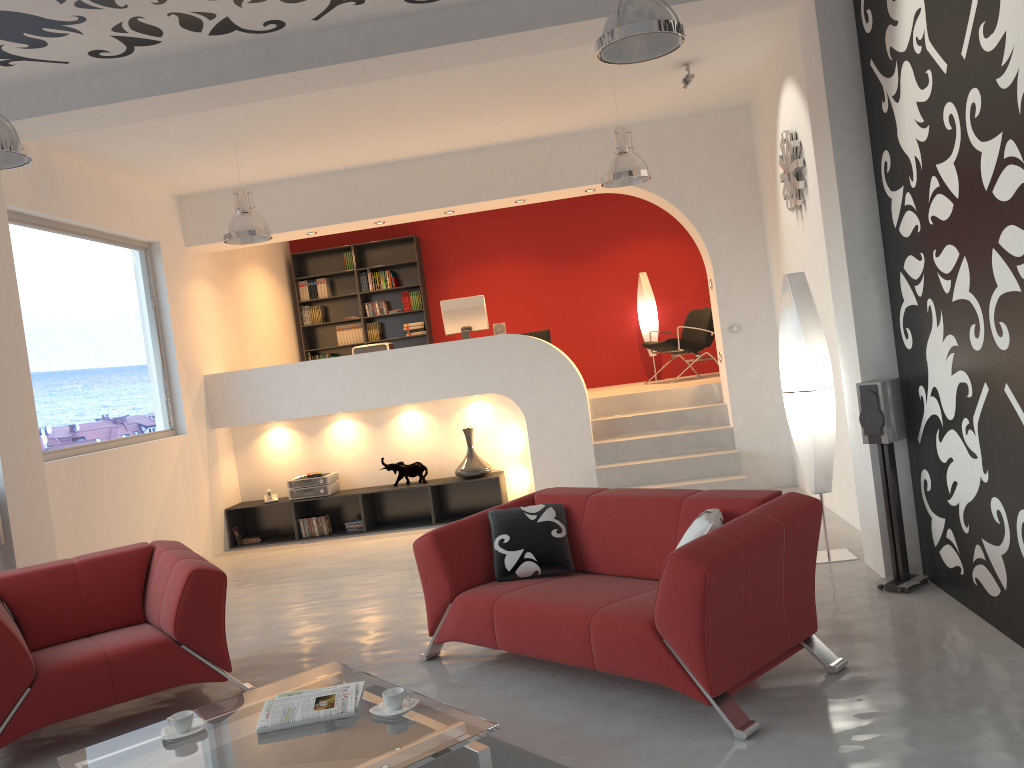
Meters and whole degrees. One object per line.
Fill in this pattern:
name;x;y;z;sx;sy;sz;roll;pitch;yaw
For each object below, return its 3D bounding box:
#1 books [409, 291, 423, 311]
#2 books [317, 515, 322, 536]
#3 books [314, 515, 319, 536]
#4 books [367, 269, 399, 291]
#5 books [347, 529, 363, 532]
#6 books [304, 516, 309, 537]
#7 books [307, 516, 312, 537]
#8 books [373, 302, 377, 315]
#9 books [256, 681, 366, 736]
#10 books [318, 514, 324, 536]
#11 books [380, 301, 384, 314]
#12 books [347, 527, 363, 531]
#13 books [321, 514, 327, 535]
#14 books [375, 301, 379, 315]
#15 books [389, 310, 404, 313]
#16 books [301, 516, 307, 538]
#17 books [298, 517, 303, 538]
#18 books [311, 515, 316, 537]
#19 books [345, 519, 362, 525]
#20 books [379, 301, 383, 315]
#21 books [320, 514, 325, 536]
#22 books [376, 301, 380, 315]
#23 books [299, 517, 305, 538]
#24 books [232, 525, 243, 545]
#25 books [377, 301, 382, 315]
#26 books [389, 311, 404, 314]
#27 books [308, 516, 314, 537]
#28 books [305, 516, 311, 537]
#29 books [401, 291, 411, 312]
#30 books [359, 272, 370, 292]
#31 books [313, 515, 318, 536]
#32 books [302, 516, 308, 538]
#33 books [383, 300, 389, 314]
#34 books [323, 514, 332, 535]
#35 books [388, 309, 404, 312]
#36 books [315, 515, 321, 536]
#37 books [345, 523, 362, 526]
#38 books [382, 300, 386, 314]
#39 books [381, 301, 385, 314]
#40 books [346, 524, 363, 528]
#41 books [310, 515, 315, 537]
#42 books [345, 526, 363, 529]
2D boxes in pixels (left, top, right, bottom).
books;-1.222;-1.061;11.392;0.146;0.240;0.170;-7;1;6
books;-1.893;1.404;8.822;0.031;0.190;0.135;-7;1;6
books;-1.922;1.408;8.826;0.031;0.190;0.135;-7;1;6
books;-1.660;-1.345;11.406;0.341;0.286;0.231;-7;1;6
books;-1.538;1.445;8.836;0.190;0.015;0.135;-8;1;1
books;-2.026;1.421;8.838;0.031;0.190;0.135;-7;1;6
books;-1.996;1.418;8.834;0.031;0.190;0.135;-7;1;6
books;-1.753;-0.966;11.462;0.031;0.190;0.135;-7;1;6
books;-0.739;1.184;3.255;0.367;0.035;0.345;-8;1;-4
books;-1.878;1.402;8.821;0.031;0.190;0.135;-7;1;6
books;-1.664;-0.978;11.452;0.031;0.190;0.135;-7;1;6
books;-1.534;1.429;8.835;0.190;0.015;0.135;-7;1;6
books;-1.848;1.398;8.817;0.031;0.190;0.135;-7;1;6
books;-1.724;-0.970;11.459;0.031;0.190;0.135;-7;1;6
books;-1.479;-0.929;11.434;0.190;0.015;0.135;-7;1;6
books;-2.055;1.425;8.841;0.031;0.190;0.135;-7;1;6
books;-2.085;1.429;8.844;0.031;0.190;0.135;-7;1;6
books;-1.952;1.412;8.829;0.031;0.190;0.135;-7;1;6
books;-1.559;1.372;8.836;0.190;0.015;0.135;-8;1;1
books;-1.679;-0.976;11.454;0.031;0.190;0.135;-7;1;6
books;-1.863;1.400;8.819;0.031;0.190;0.135;-7;1;6
books;-1.709;-0.972;11.457;0.031;0.190;0.135;-7;1;6
books;-2.070;1.427;8.843;0.031;0.190;0.135;-7;1;6
books;-2.751;1.522;8.920;0.063;0.187;0.135;-7;1;6
books;-1.694;-0.974;11.455;0.031;0.190;0.135;-7;1;6
books;-1.483;-0.913;11.435;0.190;0.015;0.135;-8;1;1
books;-1.981;1.416;8.832;0.031;0.190;0.135;-7;1;6
books;-2.011;1.420;8.836;0.031;0.190;0.135;-7;1;6
books;-1.341;-1.053;11.406;0.090;0.256;0.181;-7;1;6
books;-1.889;-1.301;11.456;0.090;0.256;0.181;-7;1;6
books;-1.937;1.410;8.827;0.031;0.190;0.135;-7;1;6
books;-2.040;1.423;8.839;0.031;0.190;0.135;-7;1;6
books;-1.620;-0.984;11.447;0.031;0.190;0.135;-7;1;6
books;-1.833;1.396;8.816;0.031;0.190;0.135;-7;1;6
books;-1.491;-0.943;11.435;0.190;0.015;0.135;-7;1;11
books;-1.907;1.406;8.824;0.031;0.190;0.135;-7;1;6
books;-1.549;1.386;8.828;0.190;0.015;0.135;-7;1;6
books;-1.635;-0.982;11.449;0.031;0.190;0.135;-7;1;6
books;-1.650;-0.980;11.450;0.031;0.190;0.135;-7;1;6
books;-1.542;1.400;8.835;0.190;0.015;0.135;-7;1;6
books;-1.967;1.414;8.831;0.031;0.190;0.135;-7;1;6
books;-1.546;1.416;8.836;0.190;0.015;0.135;-7;1;11
